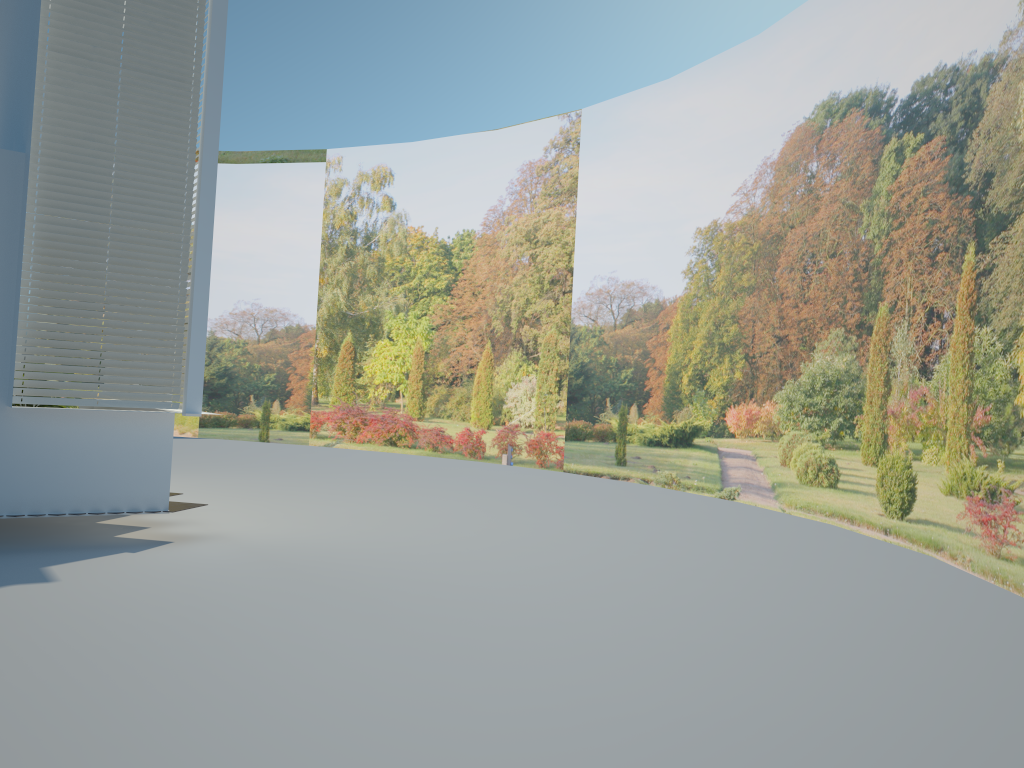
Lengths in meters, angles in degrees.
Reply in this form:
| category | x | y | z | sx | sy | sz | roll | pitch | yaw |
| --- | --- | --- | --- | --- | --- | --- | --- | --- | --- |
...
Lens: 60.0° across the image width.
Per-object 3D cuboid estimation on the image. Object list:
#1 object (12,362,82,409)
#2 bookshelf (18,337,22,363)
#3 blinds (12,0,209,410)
| category | x | y | z | sx | sy | sz | roll | pitch | yaw |
| --- | --- | --- | --- | --- | --- | --- | --- | --- | --- |
| object | -4.885 | 0.332 | 8.951 | 1.121 | 1.199 | 1.025 | 2 | -2 | 34 |
| bookshelf | -6.352 | 0.105 | 10.669 | 0.501 | 1.497 | 2.100 | 4 | -2 | -35 |
| blinds | -3.434 | -1.943 | 8.448 | 1.219 | 4.268 | 3.917 | 4 | -2 | -16 |
